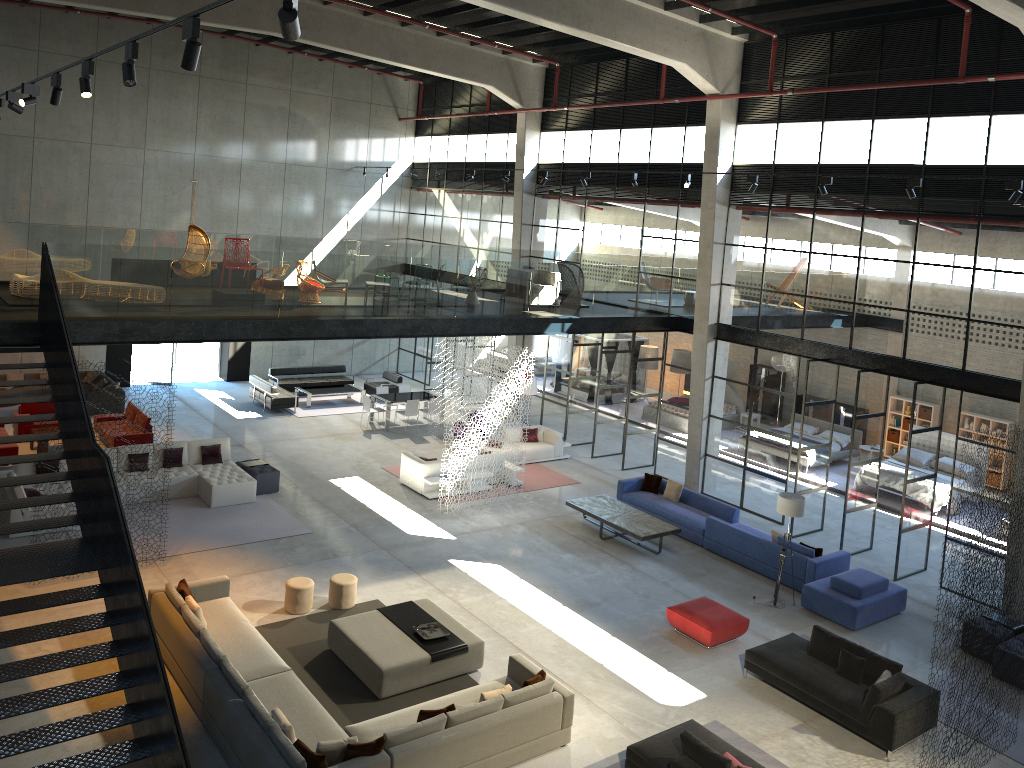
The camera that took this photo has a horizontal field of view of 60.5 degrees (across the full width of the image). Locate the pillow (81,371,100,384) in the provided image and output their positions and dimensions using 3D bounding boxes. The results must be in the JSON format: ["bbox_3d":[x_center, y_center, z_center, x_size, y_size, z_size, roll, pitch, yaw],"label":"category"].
[{"bbox_3d":[-11.512,-0.185,24.002,0.411,0.313,0.344,8,8,24],"label":"pillow"}]

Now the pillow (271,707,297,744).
[{"bbox_3d":[-2.252,3.482,8.732,0.207,0.378,0.407,1,8,-36],"label":"pillow"}]

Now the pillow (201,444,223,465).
[{"bbox_3d":[-6.000,1.413,17.537,0.413,0.342,0.239,-1,8,-38],"label":"pillow"}]

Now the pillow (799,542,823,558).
[{"bbox_3d":[5.062,2.893,14.871,0.402,0.368,0.260,9,7,31],"label":"pillow"}]

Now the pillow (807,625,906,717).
[{"bbox_3d":[4.396,3.574,10.995,0.741,0.414,1.610,3,11,-8],"label":"pillow"}]

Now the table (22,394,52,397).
[{"bbox_3d":[-11.597,0.544,21.799,1.060,0.340,1.077,-3,13,-37],"label":"table"}]

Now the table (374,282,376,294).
[{"bbox_3d":[-2.775,-1.874,18.052,0.470,0.391,0.642,3,9,-12],"label":"table"}]

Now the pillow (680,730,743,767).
[{"bbox_3d":[2.476,3.916,8.430,1.911,0.416,0.436,11,10,32],"label":"pillow"}]

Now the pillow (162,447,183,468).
[{"bbox_3d":[-6.599,1.438,17.092,0.406,0.374,0.194,-1,7,-38],"label":"pillow"}]

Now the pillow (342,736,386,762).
[{"bbox_3d":[-1.448,3.599,8.497,0.398,0.368,0.263,0,7,-34],"label":"pillow"}]

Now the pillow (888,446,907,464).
[{"bbox_3d":[9.648,1.777,21.056,0.664,0.370,1.043,-1,12,-34],"label":"pillow"}]

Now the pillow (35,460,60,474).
[{"bbox_3d":[-8.343,1.560,15.770,0.401,0.379,0.200,-1,7,-38],"label":"pillow"}]

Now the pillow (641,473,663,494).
[{"bbox_3d":[2.904,2.066,18.198,0.402,0.368,0.260,9,7,31],"label":"pillow"}]

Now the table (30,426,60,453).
[{"bbox_3d":[-9.736,1.237,18.805,0.911,0.419,0.925,-3,12,-37],"label":"table"}]

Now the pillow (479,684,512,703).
[{"bbox_3d":[-0.213,3.488,9.565,0.401,0.378,0.210,-1,7,-36],"label":"pillow"}]

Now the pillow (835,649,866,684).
[{"bbox_3d":[4.282,3.564,11.086,0.187,0.304,0.348,1,8,-40],"label":"pillow"}]

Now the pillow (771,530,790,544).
[{"bbox_3d":[4.702,2.779,15.281,0.207,0.378,0.407,1,8,-36],"label":"pillow"}]

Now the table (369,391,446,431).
[{"bbox_3d":[-2.812,0.707,23.612,1.801,0.751,0.914,-3,11,-37],"label":"table"}]

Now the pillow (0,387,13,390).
[{"bbox_3d":[-13.129,0.065,22.626,0.416,0.134,0.418,4,10,-4],"label":"pillow"}]

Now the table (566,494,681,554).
[{"bbox_3d":[2.059,2.660,16.584,1.026,0.395,2.097,-3,13,-37],"label":"table"}]

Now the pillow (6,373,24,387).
[{"bbox_3d":[-13.014,-0.102,22.998,0.423,0.308,0.334,-1,9,-35],"label":"pillow"}]

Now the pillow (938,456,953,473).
[{"bbox_3d":[10.288,1.933,20.374,0.691,0.289,0.995,-2,12,-35],"label":"pillow"}]

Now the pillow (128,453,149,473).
[{"bbox_3d":[-7.108,1.504,16.704,0.383,0.332,0.222,-1,7,-35],"label":"pillow"}]

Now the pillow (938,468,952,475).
[{"bbox_3d":[10.344,2.024,20.420,0.715,0.327,0.975,-2,12,-36],"label":"pillow"}]

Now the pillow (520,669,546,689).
[{"bbox_3d":[0.197,3.455,9.928,0.261,0.368,0.401,8,8,31],"label":"pillow"}]

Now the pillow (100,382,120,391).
[{"bbox_3d":[-10.423,0.173,22.599,0.546,0.373,0.650,2,9,-15],"label":"pillow"}]

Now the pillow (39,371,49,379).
[{"bbox_3d":[-12.414,-0.172,23.499,0.416,0.327,0.323,-1,9,-37],"label":"pillow"}]

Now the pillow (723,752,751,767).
[{"bbox_3d":[2.251,3.853,8.670,0.198,0.305,0.346,0,9,-41],"label":"pillow"}]

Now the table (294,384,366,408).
[{"bbox_3d":[-5.261,0.341,25.354,1.801,0.404,0.915,-3,13,-37],"label":"table"}]

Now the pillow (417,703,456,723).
[{"bbox_3d":[-0.809,3.516,9.175,0.409,0.354,0.272,1,7,-27],"label":"pillow"}]

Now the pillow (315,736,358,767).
[{"bbox_3d":[-1.714,3.570,8.508,0.400,0.353,0.267,2,6,-21],"label":"pillow"}]

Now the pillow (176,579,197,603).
[{"bbox_3d":[-4.257,2.789,11.461,0.259,0.368,0.405,3,7,-16],"label":"pillow"}]

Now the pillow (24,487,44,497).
[{"bbox_3d":[-8.025,1.830,14.695,0.338,0.286,0.350,3,8,-11],"label":"pillow"}]

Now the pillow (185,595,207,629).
[{"bbox_3d":[-3.962,2.898,11.001,0.207,0.378,0.407,1,8,-38],"label":"pillow"}]

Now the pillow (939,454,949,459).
[{"bbox_3d":[9.948,1.779,21.164,0.488,0.319,1.070,-2,12,-37],"label":"pillow"}]

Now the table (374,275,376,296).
[{"bbox_3d":[-2.696,-2.079,18.837,0.395,0.512,0.415,8,7,27],"label":"table"}]

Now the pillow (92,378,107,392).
[{"bbox_3d":[-10.921,0.037,23.232,0.321,0.309,0.414,0,9,-35],"label":"pillow"}]

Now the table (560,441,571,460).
[{"bbox_3d":[1.051,1.577,21.793,0.300,0.365,0.915,0,11,-37],"label":"table"}]

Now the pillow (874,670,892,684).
[{"bbox_3d":[4.470,3.660,10.649,0.210,0.313,0.343,8,8,31],"label":"pillow"}]

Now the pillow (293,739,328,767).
[{"bbox_3d":[-1.891,3.596,8.323,0.402,0.368,0.260,9,7,31],"label":"pillow"}]

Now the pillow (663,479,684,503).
[{"bbox_3d":[3.265,2.171,17.788,0.207,0.378,0.407,1,8,-36],"label":"pillow"}]
